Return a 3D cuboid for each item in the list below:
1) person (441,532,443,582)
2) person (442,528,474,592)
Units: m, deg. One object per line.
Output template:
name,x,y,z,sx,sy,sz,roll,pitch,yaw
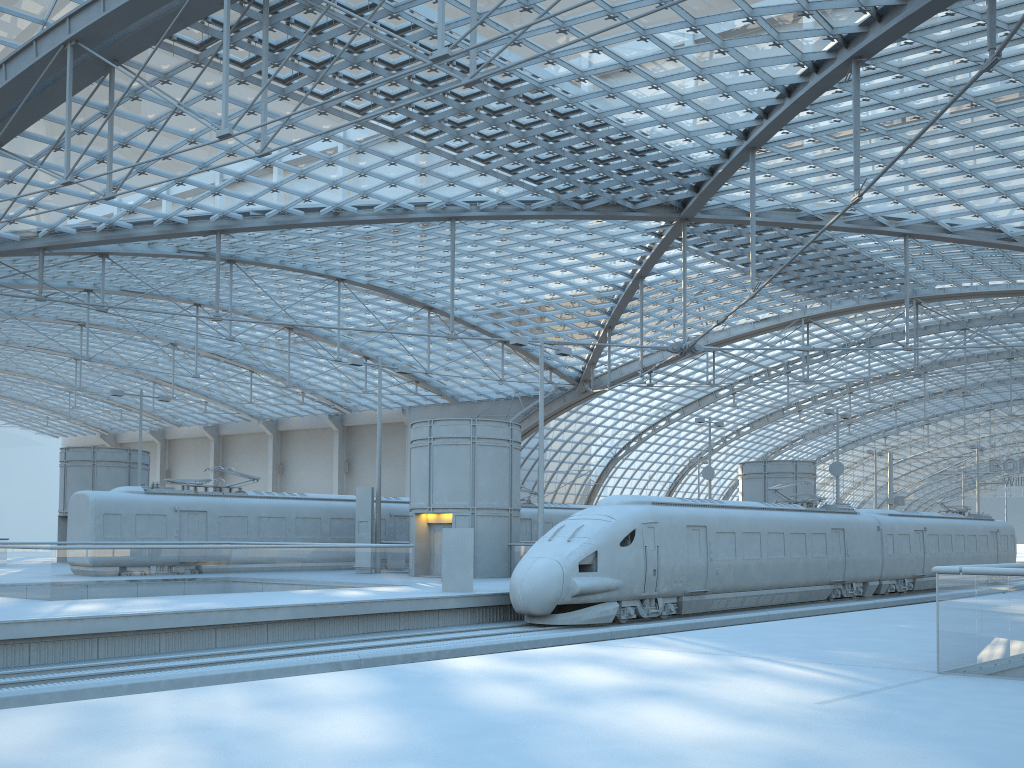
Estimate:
person,-1.879,5.424,27.436,0.711,1.605,0.001,-1,-3,24
person,-1.397,4.612,22.926,0.875,1.698,0.001,-1,-2,19
